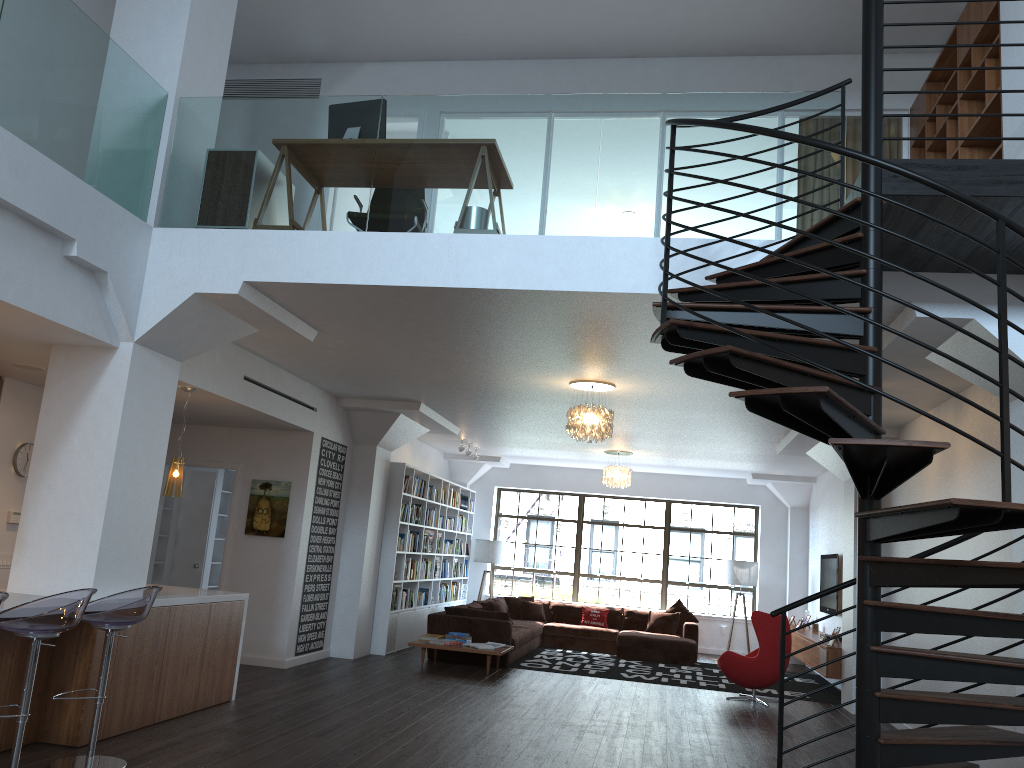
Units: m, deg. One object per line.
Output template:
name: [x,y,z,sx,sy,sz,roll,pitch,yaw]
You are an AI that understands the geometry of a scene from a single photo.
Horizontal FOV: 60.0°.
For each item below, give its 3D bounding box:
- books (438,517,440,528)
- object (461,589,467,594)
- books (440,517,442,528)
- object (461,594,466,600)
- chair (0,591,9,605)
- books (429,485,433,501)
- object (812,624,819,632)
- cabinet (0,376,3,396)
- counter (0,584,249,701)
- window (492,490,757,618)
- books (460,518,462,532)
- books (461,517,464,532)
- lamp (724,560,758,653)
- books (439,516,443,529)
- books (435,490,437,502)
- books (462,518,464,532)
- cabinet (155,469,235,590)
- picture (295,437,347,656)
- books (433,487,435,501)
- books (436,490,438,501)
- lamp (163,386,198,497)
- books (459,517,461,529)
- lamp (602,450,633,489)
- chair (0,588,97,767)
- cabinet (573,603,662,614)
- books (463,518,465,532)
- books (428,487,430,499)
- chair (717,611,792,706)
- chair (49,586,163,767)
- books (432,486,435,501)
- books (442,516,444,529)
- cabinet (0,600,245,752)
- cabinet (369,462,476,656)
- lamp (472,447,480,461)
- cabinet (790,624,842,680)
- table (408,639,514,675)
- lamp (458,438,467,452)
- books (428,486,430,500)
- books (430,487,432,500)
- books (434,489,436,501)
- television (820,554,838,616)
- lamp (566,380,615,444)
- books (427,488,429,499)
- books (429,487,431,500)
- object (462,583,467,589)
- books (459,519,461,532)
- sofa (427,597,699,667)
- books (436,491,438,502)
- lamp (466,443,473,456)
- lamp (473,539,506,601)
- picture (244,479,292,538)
books: [-1.171,2.117,13.545,0.120,0.167,0.020,3,-11,10]
object: [-0.978,3.578,15.325,0.331,0.088,0.410,3,-11,10]
books: [-1.157,2.134,13.643,0.126,0.173,0.032,3,-11,10]
object: [-0.985,3.665,15.309,0.331,0.088,0.410,3,-11,10]
chair: [-2.569,1.401,3.868,0.481,1.014,0.530,3,-11,8]
books: [-1.240,1.609,13.083,0.140,0.231,0.042,3,-11,10]
object: [4.459,3.583,13.033,0.089,0.110,0.089,12,-13,-34]
cabinet: [-5.200,0.617,4.884,0.598,2.499,5.299,3,-11,10]
counter: [-2.440,1.426,3.520,3.039,0.860,8.182,9,-11,-19]
window: [1.968,3.008,15.895,4.648,1.905,0.114,3,-11,10]
books: [-0.940,2.373,14.971,0.174,0.240,0.045,3,-11,10]
books: [-0.922,2.375,15.008,0.183,0.253,0.034,3,-11,10]
lamp: [3.777,3.734,14.697,0.545,1.579,0.545,1,-12,21]
books: [-1.150,2.136,13.700,0.139,0.191,0.036,3,-11,10]
books: [-1.198,1.682,13.302,0.128,0.178,0.022,3,-11,10]
books: [-0.916,2.388,15.090,0.180,0.259,0.060,3,-11,10]
cabinet: [-4.123,1.701,11.351,0.527,2.991,2.630,3,-11,10]
picture: [-2.160,1.839,10.128,0.021,2.380,0.800,3,-11,11]
books: [-1.226,1.628,13.178,0.140,0.231,0.042,3,-11,10]
books: [-1.199,1.688,13.350,0.134,0.184,0.030,3,-11,10]
lamp: [-2.726,0.475,7.304,0.149,0.900,0.149,12,-13,-34]
books: [-0.960,2.336,14.821,0.183,0.253,0.034,3,-11,10]
lamp: [1.568,1.283,13.188,0.442,0.539,0.441,13,-14,-36]
chair: [-2.447,1.529,4.480,0.481,1.014,0.530,3,-11,8]
cabinet: [1.776,4.136,15.131,1.520,0.625,0.350,3,-11,10]
books: [-0.905,2.410,15.186,0.183,0.253,0.034,3,-11,10]
books: [-1.274,1.584,12.859,0.139,0.191,0.036,3,-11,10]
chair: [2.735,3.034,9.986,0.801,1.006,0.798,-3,-13,35]
chair: [-2.343,1.655,5.089,0.481,1.014,0.530,2,-11,12]
books: [-1.237,1.621,13.131,0.158,0.226,0.052,3,-11,10]
books: [-1.136,2.143,13.758,0.146,0.202,0.027,3,-11,10]
cabinet: [-3.073,1.728,5.247,0.898,0.796,4.493,3,-11,10]
cabinet: [-1.338,2.642,13.492,0.461,2.414,4.500,3,-11,10]
lamp: [-0.574,1.121,14.202,0.120,0.211,0.111,8,-11,-15]
cabinet: [4.212,3.663,12.335,0.459,0.350,4.501,3,-11,10]
table: [-0.598,3.227,10.509,1.100,0.271,0.853,3,-11,10]
lamp: [-0.744,0.917,13.213,0.111,0.211,0.120,-6,-15,44]
books: [-1.273,1.585,12.893,0.146,0.202,0.027,3,-11,10]
books: [-1.251,1.607,12.997,0.146,0.202,0.027,3,-11,10]
books: [-1.216,1.656,13.212,0.139,0.191,0.036,3,-11,10]
television: [4.430,2.798,12.409,0.013,0.816,1.324,3,-11,10]
lamp: [0.735,0.273,8.300,0.442,0.539,0.441,13,-14,-36]
books: [-1.277,1.585,12.829,0.128,0.178,0.021,3,-11,10]
books: [-1.261,1.591,12.917,0.146,0.202,0.027,3,-11,10]
object: [-0.978,3.492,15.343,0.316,0.088,0.410,3,-11,10]
books: [-0.950,2.342,14.853,0.183,0.253,0.034,3,-11,10]
sofa: [0.963,3.597,12.792,3.481,0.664,4.197,3,-11,10]
books: [-1.193,1.696,13.374,0.128,0.178,0.022,3,-11,10]
lamp: [-0.660,1.018,13.701,0.120,0.211,0.111,11,-13,-30]
lamp: [-0.444,3.543,15.564,0.545,1.579,0.545,5,-11,-1]
picture: [-2.652,1.351,9.640,0.450,0.600,0.030,3,-11,10]
